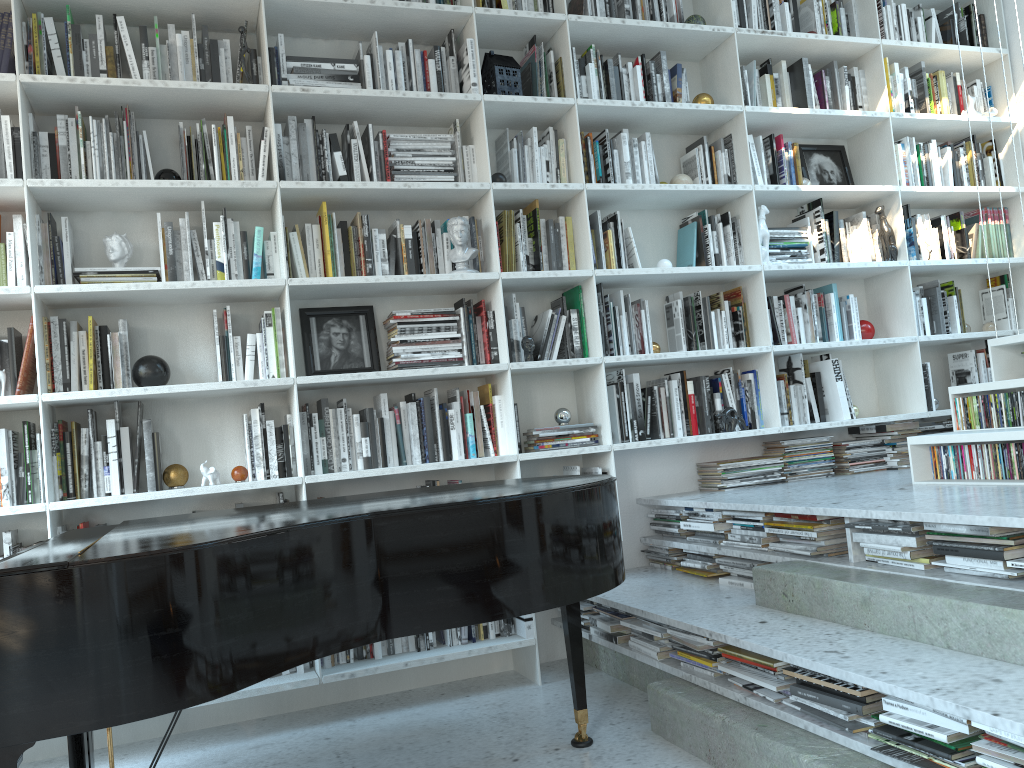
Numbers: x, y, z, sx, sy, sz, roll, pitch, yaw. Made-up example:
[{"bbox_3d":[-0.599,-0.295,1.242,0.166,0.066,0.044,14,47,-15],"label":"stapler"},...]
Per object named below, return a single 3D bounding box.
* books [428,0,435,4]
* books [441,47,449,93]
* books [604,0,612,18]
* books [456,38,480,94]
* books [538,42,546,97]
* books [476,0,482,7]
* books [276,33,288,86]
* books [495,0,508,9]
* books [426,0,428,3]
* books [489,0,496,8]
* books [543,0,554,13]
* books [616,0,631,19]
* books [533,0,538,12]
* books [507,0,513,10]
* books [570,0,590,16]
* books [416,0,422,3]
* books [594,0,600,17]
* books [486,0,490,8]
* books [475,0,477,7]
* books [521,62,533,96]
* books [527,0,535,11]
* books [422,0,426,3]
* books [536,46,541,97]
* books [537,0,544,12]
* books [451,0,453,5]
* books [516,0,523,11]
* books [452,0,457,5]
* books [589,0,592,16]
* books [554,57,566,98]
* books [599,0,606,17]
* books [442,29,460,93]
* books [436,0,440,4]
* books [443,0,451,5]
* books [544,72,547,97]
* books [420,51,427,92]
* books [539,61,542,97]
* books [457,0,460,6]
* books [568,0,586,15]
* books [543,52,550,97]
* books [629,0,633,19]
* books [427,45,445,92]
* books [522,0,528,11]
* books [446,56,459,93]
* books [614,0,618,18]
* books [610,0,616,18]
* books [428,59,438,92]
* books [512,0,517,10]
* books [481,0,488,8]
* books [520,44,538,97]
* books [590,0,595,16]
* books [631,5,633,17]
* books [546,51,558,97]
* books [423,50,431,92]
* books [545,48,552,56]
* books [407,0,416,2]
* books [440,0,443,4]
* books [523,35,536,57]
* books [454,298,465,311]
[{"bbox_3d":[-0.364,-1.616,3.759,0.023,0.202,0.193,-5,-4,-20],"label":"books"},{"bbox_3d":[-0.305,-1.280,3.780,0.029,0.261,0.133,-5,-4,-20],"label":"books"},{"bbox_3d":[0.404,-1.698,4.068,0.030,0.255,0.161,-5,-4,-20],"label":"books"},{"bbox_3d":[-0.201,-1.281,3.743,0.037,0.237,0.272,-5,-4,-20],"label":"books"},{"bbox_3d":[0.109,-1.327,3.909,0.021,0.288,0.179,-5,-4,-20],"label":"books"},{"bbox_3d":[-0.168,-1.649,3.834,0.007,0.239,0.191,-5,-4,-20],"label":"books"},{"bbox_3d":[-0.919,-1.230,3.532,0.021,0.249,0.192,-5,-4,-20],"label":"books"},{"bbox_3d":[-0.072,-1.663,3.880,0.054,0.254,0.191,-5,-4,-20],"label":"books"},{"bbox_3d":[-0.387,-1.620,3.769,0.012,0.217,0.179,-5,-4,-20],"label":"books"},{"bbox_3d":[-0.109,-1.650,3.862,0.015,0.233,0.171,-5,-4,-20],"label":"books"},{"bbox_3d":[0.134,-1.678,3.950,0.029,0.253,0.186,-5,-4,-20],"label":"books"},{"bbox_3d":[0.487,-1.707,4.076,0.028,0.258,0.185,-5,-4,-20],"label":"books"},{"bbox_3d":[0.072,-1.647,3.949,0.025,0.203,0.162,-5,-4,-20],"label":"books"},{"bbox_3d":[-0.041,-1.674,3.914,0.030,0.274,0.151,-5,-4,-20],"label":"books"},{"bbox_3d":[0.311,-1.686,4.025,0.009,0.244,0.173,-5,-4,-20],"label":"books"},{"bbox_3d":[-0.416,-1.628,3.765,0.023,0.236,0.154,-5,-4,-20],"label":"books"},{"bbox_3d":[0.353,-1.682,4.035,0.013,0.229,0.174,-5,-4,-20],"label":"books"},{"bbox_3d":[-0.126,-1.662,3.876,0.008,0.262,0.142,-5,-4,-20],"label":"books"},{"bbox_3d":[-0.185,-1.622,3.852,0.015,0.192,0.160,-5,-4,-20],"label":"books"},{"bbox_3d":[0.060,-1.285,3.915,0.019,0.213,0.156,-5,-4,-20],"label":"books"},{"bbox_3d":[0.052,-1.652,3.921,0.031,0.213,0.170,-5,-4,-20],"label":"books"},{"bbox_3d":[-0.397,-1.647,3.758,0.010,0.270,0.180,-5,-4,-20],"label":"books"},{"bbox_3d":[0.086,-1.317,3.906,0.022,0.271,0.181,-5,-4,-20],"label":"books"},{"bbox_3d":[0.097,-1.644,3.950,0.022,0.194,0.182,-5,-4,-20],"label":"books"},{"bbox_3d":[-0.285,-1.640,3.826,0.014,0.244,0.145,-5,-4,-20],"label":"books"},{"bbox_3d":[0.005,-1.631,3.905,0.022,0.180,0.173,-5,-4,-20],"label":"books"},{"bbox_3d":[-0.269,-1.639,3.822,0.014,0.238,0.153,-5,-4,-20],"label":"books"},{"bbox_3d":[0.317,-1.686,4.037,0.011,0.244,0.172,-5,-4,-20],"label":"books"},{"bbox_3d":[0.185,-1.296,3.928,0.008,0.213,0.224,-5,-4,-20],"label":"books"},{"bbox_3d":[0.377,-1.681,4.058,0.028,0.226,0.163,-5,-4,-20],"label":"books"},{"bbox_3d":[-0.260,-1.321,3.794,0.012,0.334,0.156,-5,-4,-20],"label":"books"},{"bbox_3d":[-0.335,-1.616,3.810,0.014,0.204,0.135,-5,-4,-20],"label":"books"},{"bbox_3d":[-0.302,-1.640,3.809,0.028,0.243,0.161,-5,-4,-20],"label":"books"},{"bbox_3d":[0.119,-1.288,3.929,0.013,0.210,0.140,-5,-4,-20],"label":"books"},{"bbox_3d":[-0.388,-1.259,3.743,0.010,0.230,0.152,-5,-4,-20],"label":"books"},{"bbox_3d":[0.096,-1.289,3.924,0.024,0.217,0.169,-5,-4,-20],"label":"books"},{"bbox_3d":[-0.256,-1.649,3.835,0.022,0.257,0.137,-5,-4,-20],"label":"books"},{"bbox_3d":[0.290,-1.665,4.008,0.046,0.206,0.183,-5,-4,-20],"label":"books"},{"bbox_3d":[0.129,-1.312,3.924,0.005,0.255,0.159,-5,-4,-20],"label":"books"},{"bbox_3d":[0.502,-1.723,4.107,0.024,0.292,0.167,-5,-4,-20],"label":"books"},{"bbox_3d":[-0.327,-1.273,3.754,0.032,0.248,0.173,-5,-4,-20],"label":"books"},{"bbox_3d":[0.025,-1.644,3.915,0.024,0.201,0.180,-5,-4,-20],"label":"books"},{"bbox_3d":[-0.270,-1.255,3.775,0.029,0.202,0.191,-5,-4,-20],"label":"books"},{"bbox_3d":[0.449,-1.667,4.102,0.031,0.190,0.132,-5,-4,-20],"label":"books"},{"bbox_3d":[0.427,-1.700,4.079,0.021,0.256,0.169,-5,-4,-20],"label":"books"},{"bbox_3d":[-0.352,-1.241,3.743,0.029,0.188,0.176,-5,-4,-20],"label":"books"},{"bbox_3d":[-0.017,-1.688,3.906,0.010,0.297,0.167,-5,-4,-20],"label":"books"},{"bbox_3d":[-0.144,-1.660,3.861,0.034,0.261,0.157,-5,-4,-20],"label":"books"},{"bbox_3d":[0.075,-1.317,3.888,0.021,0.272,0.190,-5,-4,-20],"label":"books"},{"bbox_3d":[0.341,-1.657,4.042,0.009,0.183,0.160,-5,-4,-20],"label":"books"},{"bbox_3d":[0.517,-1.725,4.126,0.017,0.295,0.139,-5,-4,-20],"label":"books"},{"bbox_3d":[0.155,-1.311,3.918,0.013,0.248,0.186,-5,-4,-20],"label":"books"},{"bbox_3d":[-0.375,-1.261,3.741,0.012,0.230,0.158,-5,-4,-20],"label":"books"},{"bbox_3d":[0.164,-1.331,3.960,0.005,0.292,0.130,-5,-4,-20],"label":"books"},{"bbox_3d":[-0.439,-1.609,3.749,0.033,0.202,0.166,-5,-4,-20],"label":"books"},{"bbox_3d":[-0.326,-1.669,3.811,0.012,0.308,0.138,-5,-4,-20],"label":"books"},{"bbox_3d":[0.085,-1.350,3.925,0.025,0.339,0.143,-5,-3,-20],"label":"books"},{"bbox_3d":[-0.208,-0.202,3.736,0.011,0.299,0.130,-5,-3,-20],"label":"books"}]
